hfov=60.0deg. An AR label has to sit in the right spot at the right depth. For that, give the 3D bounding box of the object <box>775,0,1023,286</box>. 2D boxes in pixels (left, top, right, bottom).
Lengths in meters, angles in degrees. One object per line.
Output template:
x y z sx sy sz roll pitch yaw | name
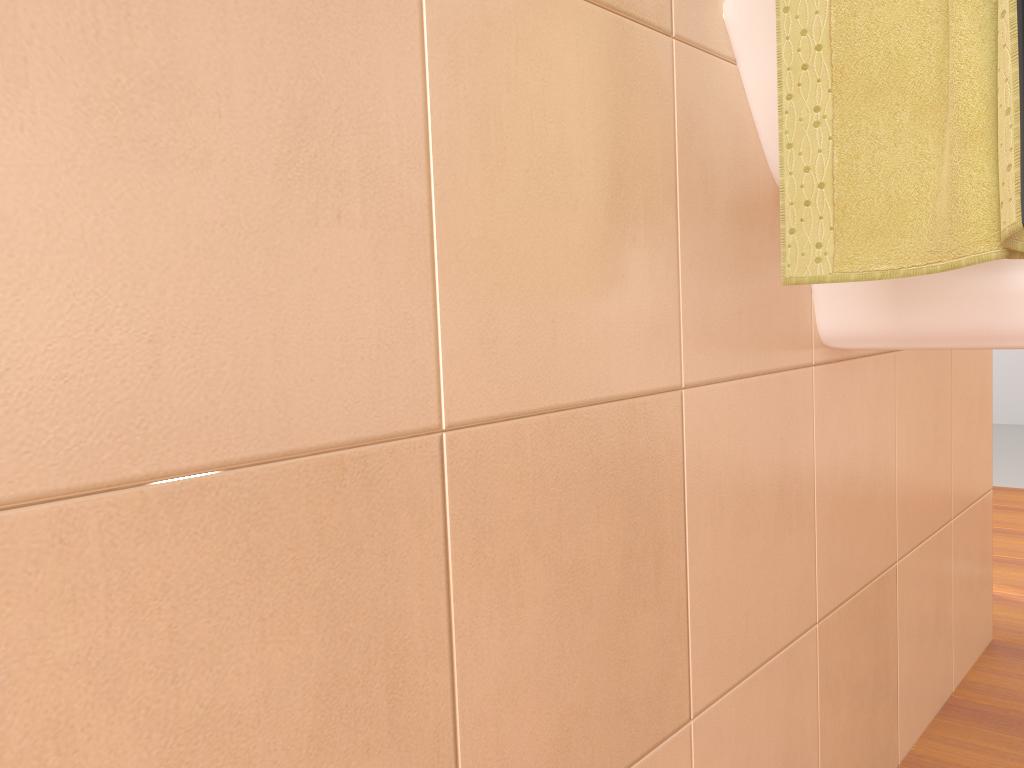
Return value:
0.271 -0.224 0.589 0.085 0.306 0.181 -5 5 -34 | object

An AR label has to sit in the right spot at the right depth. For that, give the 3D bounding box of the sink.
0.577 -0.295 0.804 0.539 0.516 0.683 1 6 40 | sink
